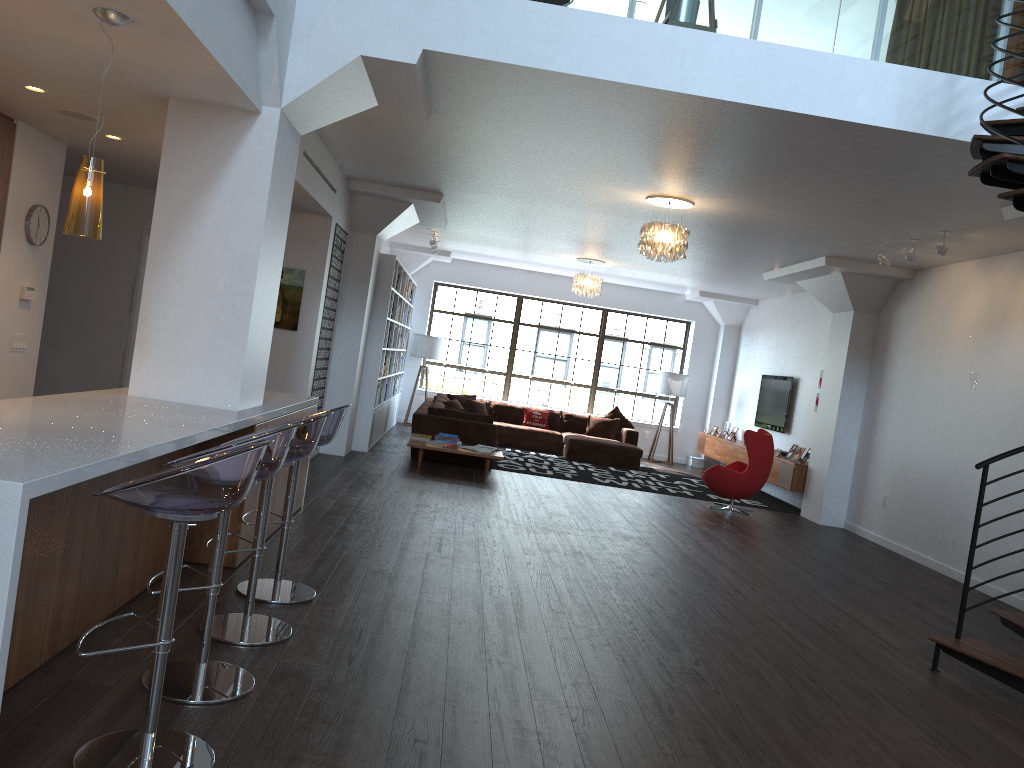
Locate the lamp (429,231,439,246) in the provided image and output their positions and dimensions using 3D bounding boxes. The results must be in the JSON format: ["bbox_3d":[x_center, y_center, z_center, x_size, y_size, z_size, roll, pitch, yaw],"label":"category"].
[{"bbox_3d":[-1.102,-2.037,12.451,0.111,0.211,0.120,9,2,31],"label":"lamp"}]

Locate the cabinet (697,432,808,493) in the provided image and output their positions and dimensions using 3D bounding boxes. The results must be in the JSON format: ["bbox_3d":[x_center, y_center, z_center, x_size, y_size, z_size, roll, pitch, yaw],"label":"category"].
[{"bbox_3d":[3.604,1.122,13.316,0.459,0.350,4.501,9,1,-3],"label":"cabinet"}]

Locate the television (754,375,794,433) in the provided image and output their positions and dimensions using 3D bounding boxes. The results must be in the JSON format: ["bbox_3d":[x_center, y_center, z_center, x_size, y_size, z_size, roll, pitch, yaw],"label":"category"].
[{"bbox_3d":[3.895,0.279,13.238,0.013,0.816,1.324,9,1,-3],"label":"television"}]

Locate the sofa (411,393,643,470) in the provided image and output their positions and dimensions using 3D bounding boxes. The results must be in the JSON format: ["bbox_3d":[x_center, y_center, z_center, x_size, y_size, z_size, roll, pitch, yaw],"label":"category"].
[{"bbox_3d":[0.355,0.758,13.030,3.481,0.664,4.197,9,1,-3],"label":"sofa"}]

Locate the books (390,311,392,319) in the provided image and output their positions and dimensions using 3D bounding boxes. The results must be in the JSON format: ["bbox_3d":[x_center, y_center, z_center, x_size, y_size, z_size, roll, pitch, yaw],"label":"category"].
[{"bbox_3d":[-1.654,-0.978,11.569,0.171,0.246,0.039,9,1,-3],"label":"books"}]

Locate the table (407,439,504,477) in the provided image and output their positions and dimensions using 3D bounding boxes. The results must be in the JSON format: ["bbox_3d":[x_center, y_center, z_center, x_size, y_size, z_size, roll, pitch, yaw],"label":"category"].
[{"bbox_3d":[-0.677,0.868,10.439,1.100,0.271,0.853,9,1,-3],"label":"table"}]

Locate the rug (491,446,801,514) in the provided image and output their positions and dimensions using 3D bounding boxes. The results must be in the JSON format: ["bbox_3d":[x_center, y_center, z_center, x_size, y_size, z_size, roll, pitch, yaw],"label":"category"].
[{"bbox_3d":[1.670,1.301,12.605,4.200,0.007,3.100,9,1,-2],"label":"rug"}]

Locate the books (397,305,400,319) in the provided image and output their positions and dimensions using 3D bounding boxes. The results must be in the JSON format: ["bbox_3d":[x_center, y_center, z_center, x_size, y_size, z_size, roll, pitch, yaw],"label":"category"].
[{"bbox_3d":[-1.692,-1.005,12.512,0.174,0.239,0.045,9,1,-3],"label":"books"}]

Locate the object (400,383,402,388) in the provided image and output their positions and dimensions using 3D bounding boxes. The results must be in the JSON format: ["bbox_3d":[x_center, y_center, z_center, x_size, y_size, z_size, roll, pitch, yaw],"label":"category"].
[{"bbox_3d":[-2.033,0.009,15.010,0.331,0.088,0.410,9,1,-3],"label":"object"}]

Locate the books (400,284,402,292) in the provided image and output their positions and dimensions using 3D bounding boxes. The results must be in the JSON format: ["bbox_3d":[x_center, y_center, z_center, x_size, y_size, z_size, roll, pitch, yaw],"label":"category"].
[{"bbox_3d":[-1.645,-1.345,12.611,0.128,0.178,0.022,9,1,-3],"label":"books"}]

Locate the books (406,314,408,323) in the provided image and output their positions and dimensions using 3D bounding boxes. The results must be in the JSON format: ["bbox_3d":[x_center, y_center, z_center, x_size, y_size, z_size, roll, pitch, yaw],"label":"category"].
[{"bbox_3d":[-1.780,-1.070,14.287,0.183,0.253,0.034,9,1,-4],"label":"books"}]

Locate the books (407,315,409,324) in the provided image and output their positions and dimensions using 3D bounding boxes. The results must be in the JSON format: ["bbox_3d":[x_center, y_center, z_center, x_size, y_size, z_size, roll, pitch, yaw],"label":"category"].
[{"bbox_3d":[-1.804,-1.070,14.703,0.161,0.223,0.026,9,1,-4],"label":"books"}]

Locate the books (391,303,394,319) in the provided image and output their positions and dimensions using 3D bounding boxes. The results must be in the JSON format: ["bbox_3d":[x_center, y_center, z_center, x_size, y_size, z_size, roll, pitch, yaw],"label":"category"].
[{"bbox_3d":[-1.651,-0.969,11.680,0.161,0.223,0.032,9,1,-3],"label":"books"}]

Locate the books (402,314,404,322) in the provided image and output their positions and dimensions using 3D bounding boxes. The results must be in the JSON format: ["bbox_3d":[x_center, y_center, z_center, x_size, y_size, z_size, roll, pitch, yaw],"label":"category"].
[{"bbox_3d":[-1.766,-1.028,13.811,0.136,0.196,0.045,9,1,-3],"label":"books"}]

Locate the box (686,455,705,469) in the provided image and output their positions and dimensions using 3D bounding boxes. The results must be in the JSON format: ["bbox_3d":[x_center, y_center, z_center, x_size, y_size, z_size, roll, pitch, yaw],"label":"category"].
[{"bbox_3d":[3.245,1.379,15.694,0.228,0.165,0.368,9,1,-3],"label":"box"}]

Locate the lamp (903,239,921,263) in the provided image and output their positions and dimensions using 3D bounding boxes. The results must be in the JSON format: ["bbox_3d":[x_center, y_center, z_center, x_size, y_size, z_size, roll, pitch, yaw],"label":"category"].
[{"bbox_3d":[3.624,-1.209,8.036,0.120,0.211,0.111,7,2,-44],"label":"lamp"}]

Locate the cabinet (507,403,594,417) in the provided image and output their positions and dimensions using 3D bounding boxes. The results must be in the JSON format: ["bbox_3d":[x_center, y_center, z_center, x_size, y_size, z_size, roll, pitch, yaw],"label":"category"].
[{"bbox_3d":[0.628,0.755,15.550,1.520,0.625,0.350,9,1,-3],"label":"cabinet"}]

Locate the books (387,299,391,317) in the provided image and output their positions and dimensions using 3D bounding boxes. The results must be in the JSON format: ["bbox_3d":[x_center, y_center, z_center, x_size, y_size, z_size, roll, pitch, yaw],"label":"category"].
[{"bbox_3d":[-1.607,-0.950,10.973,0.172,0.235,0.112,9,1,-3],"label":"books"}]

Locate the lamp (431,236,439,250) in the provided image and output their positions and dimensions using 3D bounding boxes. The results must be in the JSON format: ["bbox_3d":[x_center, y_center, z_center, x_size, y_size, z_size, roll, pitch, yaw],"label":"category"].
[{"bbox_3d":[-1.127,-2.054,12.956,0.120,0.211,0.111,7,2,-44],"label":"lamp"}]

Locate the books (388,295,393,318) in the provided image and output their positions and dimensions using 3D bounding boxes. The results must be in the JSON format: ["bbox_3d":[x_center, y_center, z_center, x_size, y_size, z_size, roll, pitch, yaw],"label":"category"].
[{"bbox_3d":[-1.606,-0.982,11.133,0.176,0.290,0.053,9,1,-3],"label":"books"}]

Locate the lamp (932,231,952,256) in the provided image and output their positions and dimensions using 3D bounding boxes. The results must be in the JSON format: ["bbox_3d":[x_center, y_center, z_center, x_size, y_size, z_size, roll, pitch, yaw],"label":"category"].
[{"bbox_3d":[3.650,-1.192,7.518,0.120,0.211,0.111,8,2,-29],"label":"lamp"}]

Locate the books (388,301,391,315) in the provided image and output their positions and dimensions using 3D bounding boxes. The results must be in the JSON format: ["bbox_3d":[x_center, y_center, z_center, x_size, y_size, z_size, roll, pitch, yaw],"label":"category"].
[{"bbox_3d":[-1.614,-0.957,11.056,0.174,0.242,0.105,9,1,-3],"label":"books"}]

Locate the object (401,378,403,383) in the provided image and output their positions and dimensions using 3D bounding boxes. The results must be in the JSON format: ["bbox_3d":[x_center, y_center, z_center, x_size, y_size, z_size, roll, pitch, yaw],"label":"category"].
[{"bbox_3d":[-2.027,-0.079,15.007,0.316,0.088,0.410,9,1,-3],"label":"object"}]

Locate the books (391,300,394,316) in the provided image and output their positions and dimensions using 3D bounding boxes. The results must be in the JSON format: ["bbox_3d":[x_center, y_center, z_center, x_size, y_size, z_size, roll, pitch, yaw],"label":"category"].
[{"bbox_3d":[-1.661,-0.985,11.642,0.183,0.253,0.042,9,1,-3],"label":"books"}]

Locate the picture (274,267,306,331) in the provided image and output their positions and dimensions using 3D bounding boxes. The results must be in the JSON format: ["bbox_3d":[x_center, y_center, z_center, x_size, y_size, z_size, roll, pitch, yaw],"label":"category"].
[{"bbox_3d":[-2.304,-0.854,8.743,0.450,0.600,0.030,9,1,-3],"label":"picture"}]

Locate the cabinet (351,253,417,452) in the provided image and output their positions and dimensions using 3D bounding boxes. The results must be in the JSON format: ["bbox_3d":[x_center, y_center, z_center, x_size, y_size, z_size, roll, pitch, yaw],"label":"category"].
[{"bbox_3d":[-1.922,-0.470,12.978,0.461,2.414,4.500,9,1,-3],"label":"cabinet"}]

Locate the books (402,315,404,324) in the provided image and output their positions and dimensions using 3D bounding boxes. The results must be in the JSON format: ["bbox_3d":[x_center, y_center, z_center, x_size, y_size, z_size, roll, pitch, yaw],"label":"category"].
[{"bbox_3d":[-1.765,-1.026,13.852,0.139,0.191,0.036,9,1,-3],"label":"books"}]

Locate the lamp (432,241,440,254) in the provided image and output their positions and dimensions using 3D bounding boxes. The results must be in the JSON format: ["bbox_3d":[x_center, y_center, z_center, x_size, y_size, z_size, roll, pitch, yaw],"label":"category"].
[{"bbox_3d":[-1.153,-2.071,13.474,0.120,0.211,0.111,8,2,-29],"label":"lamp"}]

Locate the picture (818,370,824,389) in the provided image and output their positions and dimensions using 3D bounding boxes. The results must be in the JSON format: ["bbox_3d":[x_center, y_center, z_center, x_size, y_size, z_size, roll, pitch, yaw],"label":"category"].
[{"bbox_3d":[4.094,-0.057,11.628,0.030,0.250,0.250,9,1,-3],"label":"picture"}]

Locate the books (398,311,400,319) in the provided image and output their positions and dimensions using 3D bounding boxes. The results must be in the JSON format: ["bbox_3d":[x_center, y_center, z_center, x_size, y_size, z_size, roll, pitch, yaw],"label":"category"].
[{"bbox_3d":[-1.698,-1.017,12.723,0.159,0.250,0.026,9,1,-3],"label":"books"}]

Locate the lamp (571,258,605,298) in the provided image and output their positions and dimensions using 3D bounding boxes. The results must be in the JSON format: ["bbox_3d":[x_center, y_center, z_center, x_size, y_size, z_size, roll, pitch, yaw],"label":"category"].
[{"bbox_3d":[1.117,-1.543,13.013,0.441,0.539,0.442,10,2,39],"label":"lamp"}]

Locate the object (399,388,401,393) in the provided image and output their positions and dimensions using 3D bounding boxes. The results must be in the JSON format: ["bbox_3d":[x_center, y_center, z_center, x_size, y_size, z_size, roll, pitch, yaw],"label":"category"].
[{"bbox_3d":[-2.046,0.096,15.012,0.331,0.088,0.410,9,1,-3],"label":"object"}]

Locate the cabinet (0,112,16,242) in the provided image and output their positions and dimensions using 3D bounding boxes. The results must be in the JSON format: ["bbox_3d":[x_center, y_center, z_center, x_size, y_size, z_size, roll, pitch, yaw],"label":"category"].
[{"bbox_3d":[-3.771,-0.549,3.509,0.598,2.499,5.299,9,1,-3],"label":"cabinet"}]

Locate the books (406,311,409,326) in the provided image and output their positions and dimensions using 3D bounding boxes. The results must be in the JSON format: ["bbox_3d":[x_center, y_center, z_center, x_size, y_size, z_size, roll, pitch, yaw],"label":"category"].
[{"bbox_3d":[-1.786,-1.076,14.448,0.183,0.253,0.034,9,1,-4],"label":"books"}]

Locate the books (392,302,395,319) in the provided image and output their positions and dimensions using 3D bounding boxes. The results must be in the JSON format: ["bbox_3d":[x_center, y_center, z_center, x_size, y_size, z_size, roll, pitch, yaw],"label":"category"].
[{"bbox_3d":[-1.658,-0.980,11.755,0.174,0.240,0.054,9,1,-3],"label":"books"}]

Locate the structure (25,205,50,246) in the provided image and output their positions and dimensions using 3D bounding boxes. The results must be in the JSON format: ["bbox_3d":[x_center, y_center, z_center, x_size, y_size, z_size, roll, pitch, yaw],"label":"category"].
[{"bbox_3d":[-3.521,-1.178,6.583,0.040,0.300,0.300,9,1,-3],"label":"structure"}]

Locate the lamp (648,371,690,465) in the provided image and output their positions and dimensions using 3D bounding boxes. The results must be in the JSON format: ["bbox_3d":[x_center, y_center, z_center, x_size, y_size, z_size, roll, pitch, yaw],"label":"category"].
[{"bbox_3d":[2.707,0.588,15.481,0.545,1.579,0.545,9,1,8],"label":"lamp"}]

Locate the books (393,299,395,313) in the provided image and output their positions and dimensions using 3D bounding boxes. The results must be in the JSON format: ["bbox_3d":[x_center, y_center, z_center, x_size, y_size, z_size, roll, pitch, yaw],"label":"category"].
[{"bbox_3d":[-1.678,-1.009,11.868,0.198,0.284,0.049,9,1,-3],"label":"books"}]

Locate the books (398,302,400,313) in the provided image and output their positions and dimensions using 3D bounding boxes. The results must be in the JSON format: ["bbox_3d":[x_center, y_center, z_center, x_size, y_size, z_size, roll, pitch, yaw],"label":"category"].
[{"bbox_3d":[-1.698,-1.034,12.588,0.176,0.290,0.053,9,1,-3],"label":"books"}]

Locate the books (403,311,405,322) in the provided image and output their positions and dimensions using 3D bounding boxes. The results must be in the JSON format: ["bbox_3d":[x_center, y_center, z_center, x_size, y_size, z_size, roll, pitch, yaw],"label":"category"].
[{"bbox_3d":[-1.775,-1.048,13.940,0.158,0.226,0.052,9,1,-3],"label":"books"}]

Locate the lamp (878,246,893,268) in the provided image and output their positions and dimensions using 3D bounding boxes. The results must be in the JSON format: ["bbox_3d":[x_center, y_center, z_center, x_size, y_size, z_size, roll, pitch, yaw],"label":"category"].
[{"bbox_3d":[3.598,-1.226,8.541,0.111,0.211,0.120,9,2,31],"label":"lamp"}]

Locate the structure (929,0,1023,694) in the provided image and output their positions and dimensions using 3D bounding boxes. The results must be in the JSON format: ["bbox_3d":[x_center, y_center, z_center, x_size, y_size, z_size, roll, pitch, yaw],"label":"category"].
[{"bbox_3d":[3.107,-0.460,4.052,1.998,4.352,1.998,7,2,-42],"label":"structure"}]

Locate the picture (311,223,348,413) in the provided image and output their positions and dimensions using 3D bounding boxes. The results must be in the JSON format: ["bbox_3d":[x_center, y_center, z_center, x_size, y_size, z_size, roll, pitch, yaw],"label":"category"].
[{"bbox_3d":[-1.974,-0.472,9.424,0.021,2.380,0.800,9,1,-3],"label":"picture"}]

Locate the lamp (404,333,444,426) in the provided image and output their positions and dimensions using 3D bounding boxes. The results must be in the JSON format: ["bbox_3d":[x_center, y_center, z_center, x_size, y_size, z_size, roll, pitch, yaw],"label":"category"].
[{"bbox_3d":[-1.557,-0.053,15.345,0.545,1.579,0.545,8,2,-14],"label":"lamp"}]

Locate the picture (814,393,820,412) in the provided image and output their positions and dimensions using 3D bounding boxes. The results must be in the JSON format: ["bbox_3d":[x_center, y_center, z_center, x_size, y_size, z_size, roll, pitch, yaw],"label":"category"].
[{"bbox_3d":[4.048,0.246,11.636,0.030,0.250,0.250,9,1,-3],"label":"picture"}]

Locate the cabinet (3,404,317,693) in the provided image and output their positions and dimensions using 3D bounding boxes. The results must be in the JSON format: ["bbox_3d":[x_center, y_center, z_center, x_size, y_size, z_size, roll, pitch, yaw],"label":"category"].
[{"bbox_3d":[-1.890,0.561,4.567,0.898,0.796,4.493,9,1,-3],"label":"cabinet"}]

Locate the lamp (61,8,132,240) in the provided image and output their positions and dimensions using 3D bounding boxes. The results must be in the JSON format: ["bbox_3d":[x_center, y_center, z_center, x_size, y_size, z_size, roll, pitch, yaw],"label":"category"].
[{"bbox_3d":[-0.824,-1.401,4.669,0.149,1.807,2.842,10,2,36],"label":"lamp"}]

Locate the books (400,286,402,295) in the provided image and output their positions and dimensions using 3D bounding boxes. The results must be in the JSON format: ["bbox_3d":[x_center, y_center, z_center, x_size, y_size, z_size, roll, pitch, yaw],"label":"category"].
[{"bbox_3d":[-1.645,-1.335,12.722,0.110,0.153,0.019,9,1,-3],"label":"books"}]

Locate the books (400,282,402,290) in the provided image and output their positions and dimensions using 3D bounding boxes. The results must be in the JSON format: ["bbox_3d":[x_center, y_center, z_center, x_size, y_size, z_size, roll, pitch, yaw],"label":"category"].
[{"bbox_3d":[-1.642,-1.349,12.515,0.139,0.191,0.036,9,1,-3],"label":"books"}]

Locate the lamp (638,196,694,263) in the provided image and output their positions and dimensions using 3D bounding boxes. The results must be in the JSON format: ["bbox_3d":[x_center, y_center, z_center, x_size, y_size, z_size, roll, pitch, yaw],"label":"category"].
[{"bbox_3d":[1.376,-1.374,7.961,0.441,0.539,0.442,10,2,39],"label":"lamp"}]

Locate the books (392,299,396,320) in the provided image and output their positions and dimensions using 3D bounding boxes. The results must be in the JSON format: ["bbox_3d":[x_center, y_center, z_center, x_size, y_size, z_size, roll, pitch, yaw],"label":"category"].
[{"bbox_3d":[-1.664,-1.011,11.920,0.176,0.291,0.053,9,1,-3],"label":"books"}]
